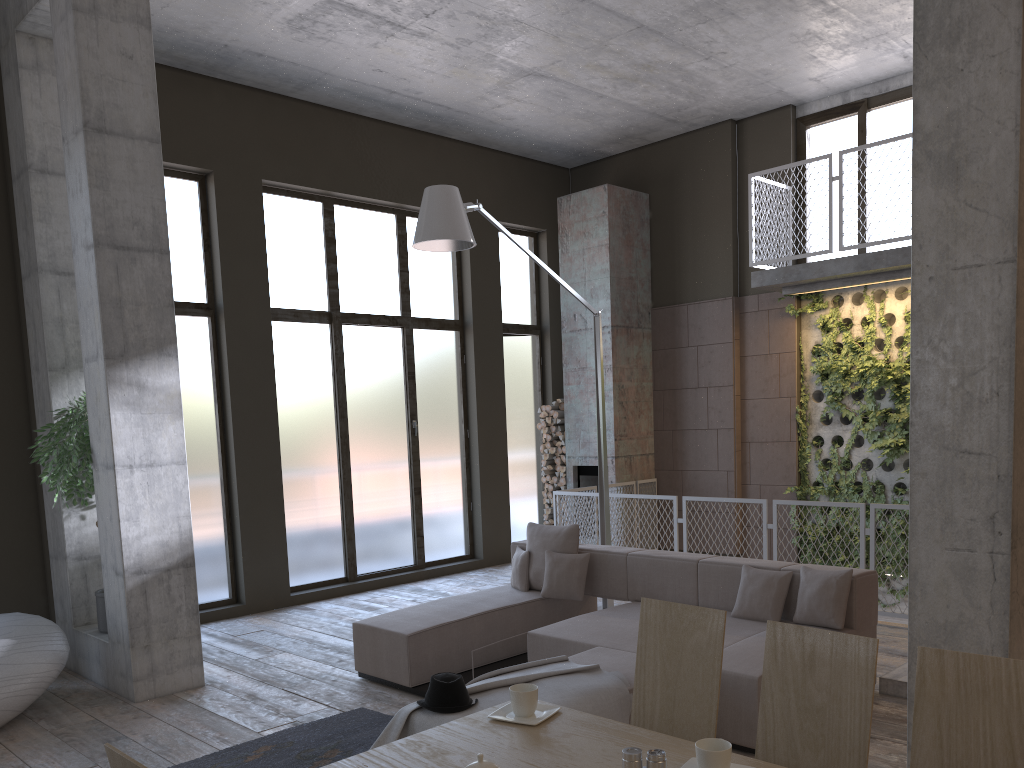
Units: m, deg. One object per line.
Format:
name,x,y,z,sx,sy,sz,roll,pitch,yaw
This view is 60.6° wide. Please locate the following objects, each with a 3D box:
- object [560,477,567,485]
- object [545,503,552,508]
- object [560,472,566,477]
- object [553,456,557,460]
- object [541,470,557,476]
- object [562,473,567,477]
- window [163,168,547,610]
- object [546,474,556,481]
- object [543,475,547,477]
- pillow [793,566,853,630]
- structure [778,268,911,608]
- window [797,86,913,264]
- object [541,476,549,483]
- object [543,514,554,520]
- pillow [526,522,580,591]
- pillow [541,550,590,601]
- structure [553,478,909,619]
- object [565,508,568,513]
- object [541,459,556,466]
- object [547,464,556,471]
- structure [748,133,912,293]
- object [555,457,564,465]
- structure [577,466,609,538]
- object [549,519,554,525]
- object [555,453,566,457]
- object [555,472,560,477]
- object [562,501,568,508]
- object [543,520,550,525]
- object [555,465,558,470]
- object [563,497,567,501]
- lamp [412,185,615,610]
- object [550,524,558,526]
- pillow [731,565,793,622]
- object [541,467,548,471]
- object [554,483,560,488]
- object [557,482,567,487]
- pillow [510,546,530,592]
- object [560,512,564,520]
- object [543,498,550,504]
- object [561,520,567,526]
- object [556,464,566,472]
object,0.751,1.247,11.373,0.101,0.104,0.291,0,0,44
object,0.594,1.648,11.784,0.362,0.119,0.070,-1,2,-45
object,0.794,1.168,11.468,0.420,0.068,0.067,0,0,-44
object,0.684,0.961,11.531,0.357,0.075,0.064,0,1,-43
object,0.558,1.157,11.579,0.420,0.073,0.071,0,0,-44
object,0.753,1.171,11.358,0.063,0.048,0.249,-2,-1,45
window,-2.823,0.105,8.562,0.208,4.213,9.147,4,4,44
object,0.639,1.228,11.656,0.452,0.090,0.090,0,0,-44
object,0.577,1.194,11.684,0.422,0.086,0.066,-1,1,-42
pillow,1.905,1.309,5.405,0.186,0.370,0.361,-6,4,-40
structure,3.986,0.503,9.015,2.622,3.864,0.996,1,6,45
window,4.462,-2.146,8.530,3.566,1.766,0.109,-3,4,45
object,0.576,1.263,11.718,0.434,0.093,0.091,0,0,-44
object,0.614,1.750,11.709,0.452,0.090,0.090,0,0,-43
pillow,0.299,1.379,6.970,0.219,0.563,0.563,-7,5,-43
pillow,0.411,1.468,6.725,0.377,0.376,0.167,-2,5,19
structure,2.713,1.546,8.985,1.914,0.943,4.429,-2,-2,-45
object,0.834,1.666,11.451,0.361,0.126,0.063,-1,2,-43
object,0.585,1.030,11.632,0.452,0.090,0.090,0,0,-43
object,0.650,1.100,11.633,0.432,0.080,0.115,0,-1,-44
structure,3.582,-0.105,7.756,3.012,4.363,3.678,-6,4,-45
object,0.692,0.994,11.449,0.098,0.108,0.292,0,1,45
structure,1.074,1.487,11.068,0.574,0.938,0.056,1,7,45
object,0.679,1.820,11.711,0.432,0.080,0.115,0,-1,-44
object,0.707,0.918,11.466,0.330,0.057,0.089,0,-1,-44
object,0.737,1.175,11.526,0.420,0.068,0.067,0,0,-44
object,0.840,1.555,11.477,0.476,0.084,0.093,0,0,-44
object,0.584,1.841,11.756,0.122,0.068,0.361,-3,-2,45
object,0.728,1.081,11.567,0.360,0.087,0.101,-1,0,-44
object,0.848,1.475,11.490,0.115,0.080,0.432,-2,-1,45
lamp,0.305,0.384,7.052,0.755,3.463,2.604,1,5,33
object,0.711,1.890,11.655,0.476,0.084,0.093,0,0,-44
pillow,1.616,1.369,5.674,0.370,0.363,0.185,-1,4,45
object,0.555,1.121,11.678,0.122,0.068,0.361,-3,-2,45
object,0.691,1.318,11.576,0.064,0.075,0.357,0,0,44
object,0.759,1.298,11.500,0.361,0.068,0.122,0,-2,-43
pillow,0.075,1.525,7.171,0.151,0.380,0.366,-3,2,-12
object,0.721,1.715,11.526,0.098,0.108,0.292,0,1,45
object,0.592,1.546,11.757,0.434,0.108,0.079,-1,1,-45
object,0.794,1.813,11.573,0.434,0.094,0.092,0,0,-44
object,0.765,1.092,11.495,0.434,0.094,0.092,0,0,-44
